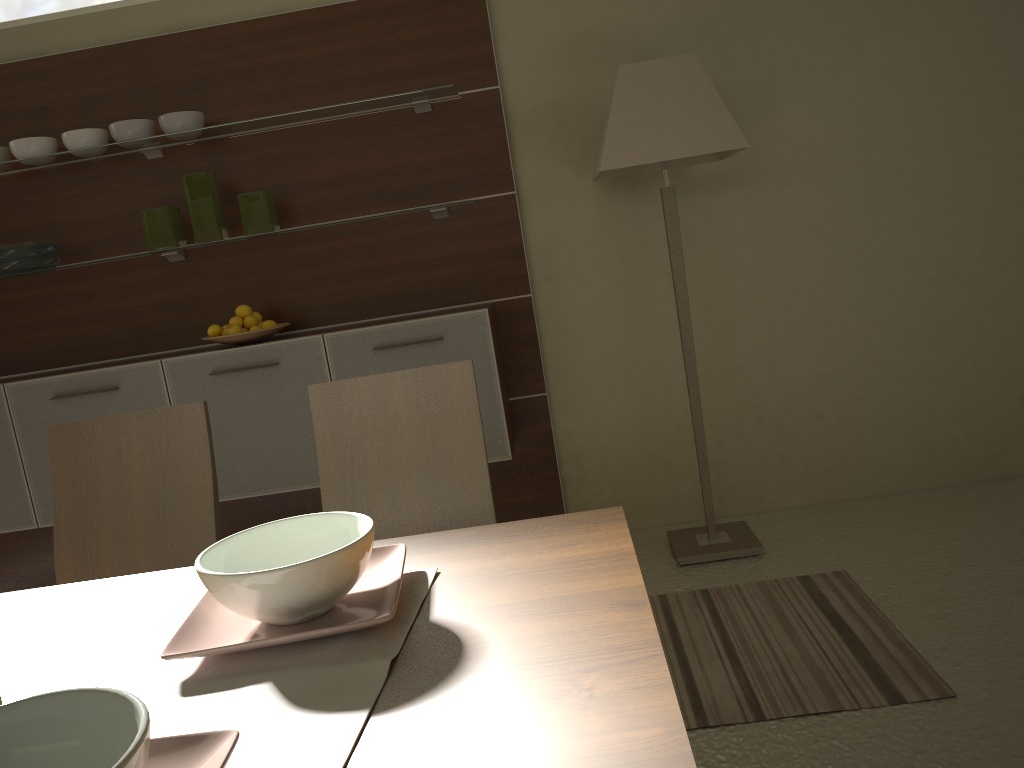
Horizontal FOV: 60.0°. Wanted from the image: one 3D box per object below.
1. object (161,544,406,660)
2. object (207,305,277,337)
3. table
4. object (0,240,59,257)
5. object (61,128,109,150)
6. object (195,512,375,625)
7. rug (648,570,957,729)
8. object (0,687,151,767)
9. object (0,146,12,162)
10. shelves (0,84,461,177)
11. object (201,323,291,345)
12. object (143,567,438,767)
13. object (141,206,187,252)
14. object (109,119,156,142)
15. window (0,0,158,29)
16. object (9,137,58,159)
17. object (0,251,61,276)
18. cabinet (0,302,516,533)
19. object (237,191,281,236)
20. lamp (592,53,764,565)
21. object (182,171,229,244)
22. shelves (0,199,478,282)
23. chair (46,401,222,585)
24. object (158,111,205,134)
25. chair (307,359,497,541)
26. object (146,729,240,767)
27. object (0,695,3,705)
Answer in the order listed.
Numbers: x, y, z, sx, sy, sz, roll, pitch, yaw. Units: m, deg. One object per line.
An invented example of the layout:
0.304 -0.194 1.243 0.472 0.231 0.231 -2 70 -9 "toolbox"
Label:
-0.284 0.294 1.183 0.283 0.033 0.283 -9 8 -2 "object"
-1.044 -0.232 3.409 0.259 0.139 0.230 -13 9 -26 "object"
-0.473 0.769 1.068 1.411 0.790 1.000 -9 9 4 "table"
-1.912 -0.501 3.436 0.288 0.068 0.288 -16 11 -37 "object"
-1.621 -0.919 3.382 0.163 0.077 0.163 -1 12 44 "object"
-0.290 0.255 1.177 0.233 0.101 0.233 -10 9 -8 "object"
0.306 0.812 2.621 1.613 0.010 0.843 -9 9 4 "rug"
-0.399 0.346 0.699 0.233 0.107 0.232 -7 9 15 "object"
-2.016 -0.861 3.416 0.163 0.077 0.163 -16 11 -37 "object"
-1.420 -0.908 3.380 2.463 0.008 0.255 -9 9 4 "shelves"
-1.019 -0.182 3.422 0.337 0.053 0.337 -3 10 35 "object"
-0.277 0.335 1.017 0.287 0.010 0.589 -8 9 7 "object"
-1.335 -0.593 3.404 0.112 0.160 0.111 -9 9 3 "object"
-1.430 -0.946 3.354 0.163 0.077 0.163 -16 11 -37 "object"
-1.817 -0.102 0.788 4.466 3.000 6.429 -9 8 1 "window"
-1.818 -0.888 3.382 0.163 0.077 0.163 -16 11 -37 "object"
-1.905 -0.460 3.442 0.288 0.068 0.288 -16 11 -37 "object"
-1.252 0.162 3.483 2.463 0.570 0.372 -9 9 4 "cabinet"
-0.967 -0.650 3.391 0.111 0.160 0.112 -9 9 3 "object"
0.633 -0.249 3.259 0.499 1.782 0.499 -9 9 4 "lamp"
-1.165 -0.669 3.375 0.099 0.259 0.099 -9 9 3 "object"
-1.356 -0.509 3.441 2.463 0.008 0.255 -9 9 4 "shelves"
-0.762 0.596 1.746 0.404 1.017 0.507 -9 9 4 "chair"
-1.244 -0.975 3.353 0.163 0.077 0.163 -16 11 -37 "object"
-0.179 0.507 1.721 0.404 1.017 0.507 -9 8 1 "chair"
-0.392 0.385 0.708 0.283 0.041 0.283 -9 9 3 "object"
-0.695 0.108 0.945 0.302 0.608 0.304 -8 9 7 "object"
